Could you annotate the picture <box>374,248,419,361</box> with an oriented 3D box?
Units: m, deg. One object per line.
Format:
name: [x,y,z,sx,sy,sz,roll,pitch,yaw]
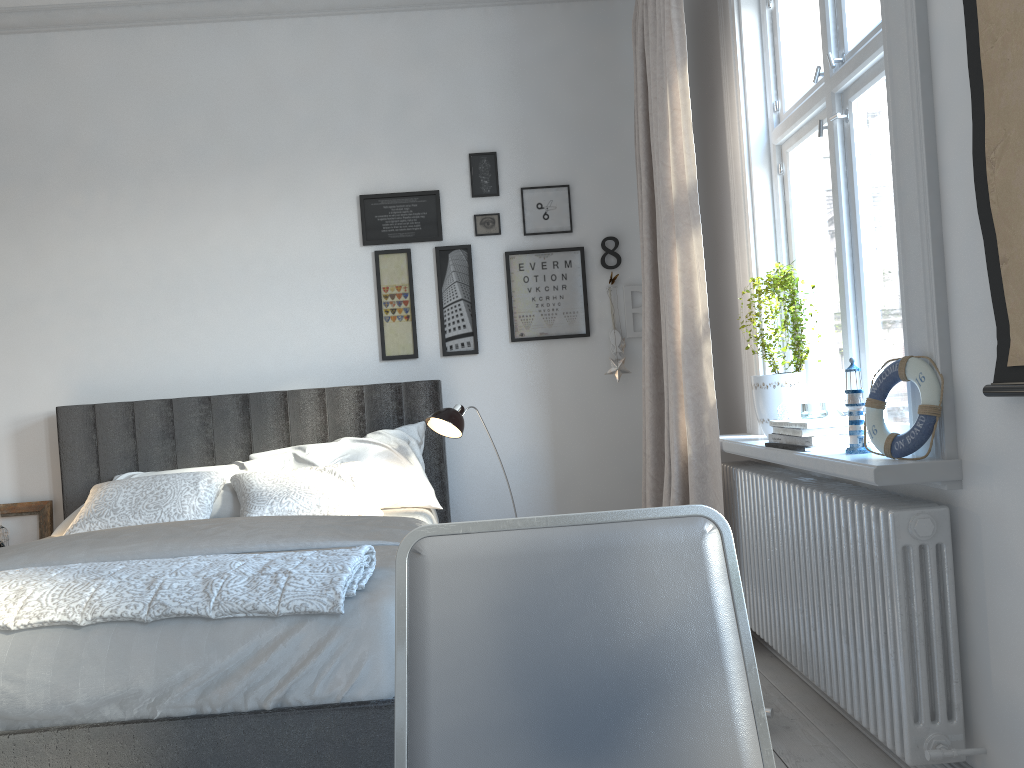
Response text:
picture: [-0.529,-0.364,4.064,0.165,0.504,0.020,-4,0,-2]

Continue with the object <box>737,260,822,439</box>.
object: [0.879,-0.111,2.878,0.216,0.574,0.385,-4,0,-21]

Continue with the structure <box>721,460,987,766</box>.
structure: [0.896,0.545,2.584,0.195,0.547,1.506,-4,-1,-2]

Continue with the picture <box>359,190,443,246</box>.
picture: [-0.508,-0.761,4.064,0.365,0.232,0.020,-4,0,-2]

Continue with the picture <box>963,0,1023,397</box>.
picture: [0.873,-0.637,1.280,0.057,1.313,0.793,-4,0,-2]

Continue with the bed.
bed: [-1.081,0.544,2.913,1.888,1.046,2.176,-4,-1,-2]

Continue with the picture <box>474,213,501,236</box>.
picture: [-0.112,-0.733,4.080,0.119,0.098,0.010,-4,0,-2]

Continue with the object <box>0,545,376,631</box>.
object: [-1.066,0.493,2.069,1.460,0.104,0.405,-4,-1,-2]

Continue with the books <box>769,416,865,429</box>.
books: [0.859,0.105,2.452,0.203,0.015,0.269,-4,-1,-5]

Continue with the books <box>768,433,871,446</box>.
books: [0.868,0.147,2.466,0.207,0.025,0.262,-4,-1,-9]

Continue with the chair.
chair: [0.099,0.558,0.868,0.562,0.797,0.525,-4,0,-2]

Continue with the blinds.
blinds: [0.566,-0.369,3.424,0.225,2.647,0.831,-4,0,-2]

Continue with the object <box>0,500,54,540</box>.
object: [-2.322,0.857,3.974,0.528,0.630,0.082,-4,0,-2]

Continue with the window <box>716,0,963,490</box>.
window: [2.482,-0.892,5.891,11.965,7.010,7.979,-4,0,-2]

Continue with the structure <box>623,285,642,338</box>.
structure: [0.595,-0.336,4.099,0.146,0.239,0.024,-4,0,-2]

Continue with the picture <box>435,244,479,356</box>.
picture: [-0.253,-0.384,4.073,0.165,0.504,0.020,-4,0,-2]

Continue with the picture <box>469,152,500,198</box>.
picture: [-0.128,-0.963,4.079,0.128,0.202,0.011,-4,0,-2]

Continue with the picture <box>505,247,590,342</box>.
picture: [0.164,-0.413,4.086,0.365,0.415,0.021,-4,0,-2]

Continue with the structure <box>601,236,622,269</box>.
structure: [0.454,-0.605,4.091,0.096,0.151,0.014,-4,0,-2]

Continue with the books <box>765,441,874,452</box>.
books: [0.857,0.166,2.453,0.219,0.013,0.272,-4,-1,-5]

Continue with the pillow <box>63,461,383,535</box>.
pillow: [-1.071,0.438,3.342,1.146,0.225,0.416,-4,-1,-9]

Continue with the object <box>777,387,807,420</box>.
object: [0.862,0.093,2.699,0.196,0.165,0.059,-4,0,-42]

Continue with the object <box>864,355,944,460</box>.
object: [0.862,0.052,1.962,0.079,0.227,0.236,-4,0,-16]

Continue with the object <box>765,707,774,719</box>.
object: [0.554,0.885,2.442,0.329,0.129,0.129,-5,0,33]

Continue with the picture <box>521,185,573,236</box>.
picture: [0.160,-0.801,4.088,0.225,0.220,0.010,-4,0,-2]

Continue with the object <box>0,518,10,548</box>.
object: [-2.290,0.646,3.983,0.062,0.228,0.063,-4,0,22]

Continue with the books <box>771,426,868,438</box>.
books: [0.860,0.124,2.457,0.207,0.022,0.253,-4,-1,-1]

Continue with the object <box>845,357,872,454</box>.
object: [0.840,0.052,2.170,0.060,0.235,0.059,-4,0,40]

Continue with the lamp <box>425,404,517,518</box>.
lamp: [0.026,0.535,3.730,0.800,0.936,0.450,-4,0,-20]

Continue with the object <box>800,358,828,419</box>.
object: [0.855,0.012,2.524,0.074,0.173,0.074,-4,0,43]

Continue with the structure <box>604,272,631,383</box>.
structure: [0.469,-0.260,4.070,0.134,0.514,0.078,-4,0,-14]
